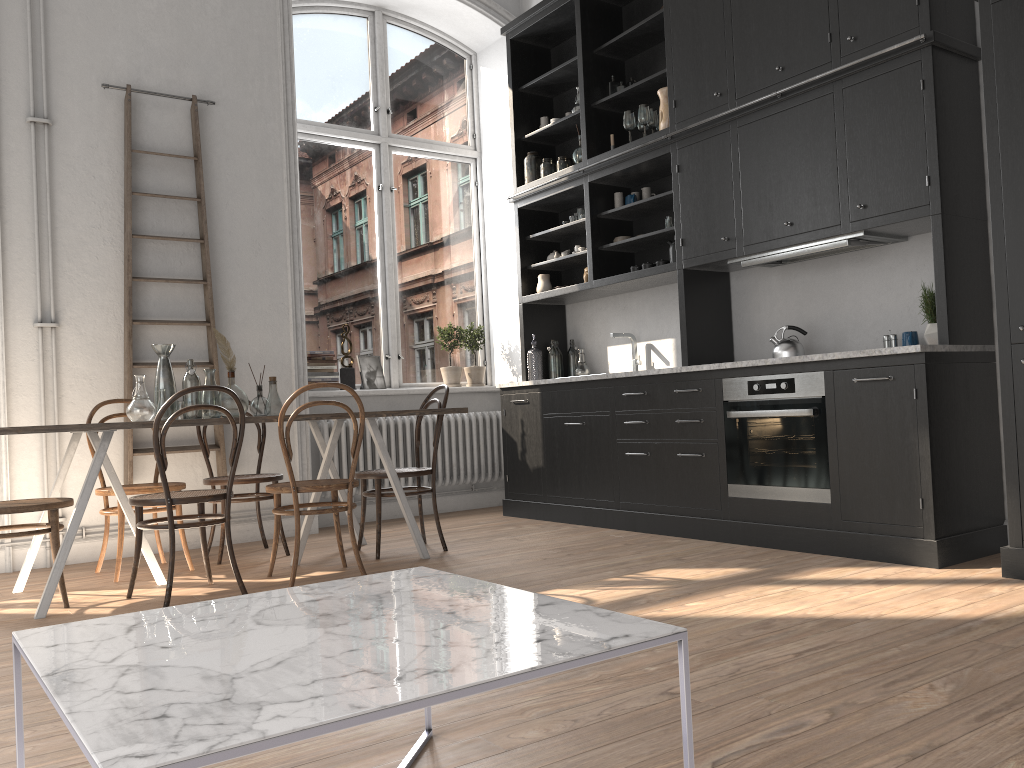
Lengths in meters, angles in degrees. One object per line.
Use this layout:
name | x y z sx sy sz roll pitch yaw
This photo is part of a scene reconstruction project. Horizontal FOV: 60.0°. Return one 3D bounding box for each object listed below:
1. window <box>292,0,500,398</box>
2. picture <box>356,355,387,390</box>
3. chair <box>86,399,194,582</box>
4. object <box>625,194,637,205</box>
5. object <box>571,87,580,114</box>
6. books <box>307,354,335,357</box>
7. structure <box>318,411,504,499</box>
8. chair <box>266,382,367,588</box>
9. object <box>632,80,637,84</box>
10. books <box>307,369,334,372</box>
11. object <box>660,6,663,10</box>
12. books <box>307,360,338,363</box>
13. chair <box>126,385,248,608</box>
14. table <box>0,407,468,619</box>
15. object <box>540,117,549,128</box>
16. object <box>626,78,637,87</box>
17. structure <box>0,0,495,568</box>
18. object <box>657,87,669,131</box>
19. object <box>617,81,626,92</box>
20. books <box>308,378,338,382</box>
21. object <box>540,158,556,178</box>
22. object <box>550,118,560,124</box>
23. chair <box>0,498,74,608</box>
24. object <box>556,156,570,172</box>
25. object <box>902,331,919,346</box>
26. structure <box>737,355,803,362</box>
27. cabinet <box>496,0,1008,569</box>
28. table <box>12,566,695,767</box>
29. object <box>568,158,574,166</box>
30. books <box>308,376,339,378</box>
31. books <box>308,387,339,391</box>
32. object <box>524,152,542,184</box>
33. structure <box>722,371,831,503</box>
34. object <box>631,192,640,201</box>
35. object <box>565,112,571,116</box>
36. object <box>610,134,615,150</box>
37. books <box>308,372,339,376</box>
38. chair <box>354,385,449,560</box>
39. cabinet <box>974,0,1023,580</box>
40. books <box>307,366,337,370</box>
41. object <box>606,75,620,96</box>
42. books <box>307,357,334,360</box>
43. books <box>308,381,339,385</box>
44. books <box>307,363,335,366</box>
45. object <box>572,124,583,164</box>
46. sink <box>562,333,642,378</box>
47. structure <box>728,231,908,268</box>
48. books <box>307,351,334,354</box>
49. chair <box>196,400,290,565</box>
window | 2.220 -5.729 13.042 14.383 15.932 26.406 -2 -2 -35
picture | -1.067 -0.078 6.584 0.149 0.264 0.221 -4 -2 38
chair | -1.970 0.527 4.675 0.438 0.920 0.549 -2 -2 -37
object | 0.778 -1.182 5.791 0.082 0.093 0.140 -3 -2 20
object | 0.477 -1.954 6.176 0.132 0.219 0.132 -3 -2 29
books | -1.386 -0.198 6.309 0.205 0.020 0.155 -1 -2 -35
structure | -0.727 0.502 6.543 1.577 0.552 0.194 -2 -2 -35
chair | -0.936 0.464 4.212 0.438 0.920 0.549 -2 -1 -24
object | 0.811 -1.930 5.813 0.044 0.121 0.058 -3 -1 -8
books | -1.381 -0.089 6.306 0.205 0.022 0.155 -2 -2 -21
object | 0.972 -2.315 5.534 0.056 0.121 0.167 -2 -2 -10
books | -1.388 -0.155 6.305 0.243 0.019 0.174 -1 -2 -35
chair | -1.434 0.478 3.904 0.438 0.920 0.549 -2 -2 -40
table | -1.425 0.563 4.435 2.200 0.779 1.100 -2 -2 -35
object | 0.240 -1.889 6.534 0.059 0.135 0.082 -3 -1 -7
object | 0.803 -1.954 5.922 0.065 0.177 0.084 -2 -1 -13
structure | -2.272 -1.214 5.456 5.181 4.473 0.340 -2 -2 -35
object | 0.930 -1.646 5.356 0.094 0.267 0.116 -3 -1 7
object | 0.721 -1.927 5.828 0.053 0.125 0.041 -3 -1 22
books | -1.382 -0.025 6.287 0.249 0.023 0.175 -2 -2 -35
object | 0.259 -1.529 6.350 0.114 0.155 0.114 -2 -2 -32
object | 0.323 -1.876 6.459 0.096 0.095 0.096 -3 -1 -1
chair | -2.211 0.513 3.855 0.549 0.920 0.438 -2 -1 -27
object | 0.362 -1.532 6.298 0.096 0.150 0.096 -4 -2 43
object | 1.937 -0.207 4.320 0.082 0.093 0.140 -4 -2 45
structure | 1.515 -0.134 4.599 0.427 0.011 0.592 -1 -2 -35
cabinet | 1.024 -0.931 5.260 0.635 3.582 3.252 -2 -2 -35
table | -0.304 0.612 1.498 0.849 0.392 0.849 -2 -2 -35
object | 0.405 -1.543 6.439 0.092 0.184 0.092 -3 -1 20
books | -1.383 -0.043 6.306 0.255 0.014 0.193 -2 -2 -32
books | -1.382 0.031 6.286 0.248 0.043 0.192 -2 -2 -35
object | 0.159 -1.562 6.456 0.118 0.238 0.118 -4 -2 40
structure | 1.529 0.261 4.585 0.618 0.623 0.622 -2 -2 -35
object | 0.813 -1.202 5.893 0.082 0.135 0.059 -3 -1 -7
object | 0.423 -1.901 6.440 0.059 0.135 0.082 -2 -1 -12
object | 0.663 -1.566 5.835 0.123 0.161 0.123 -2 -2 -27
books | -1.386 -0.064 6.307 0.245 0.028 0.193 -1 -2 -40
chair | -0.608 0.471 4.961 0.549 0.920 0.438 -2 -1 -23
cabinet | 2.538 -0.460 3.142 0.633 2.371 1.401 -2 -2 -35
books | -1.382 -0.112 6.313 0.222 0.024 0.158 -1 -2 -35
object | 0.677 -1.960 5.908 0.084 0.199 0.065 -2 -1 -13
books | -1.396 -0.176 6.301 0.231 0.023 0.162 -2 -2 -20
books | -1.381 -0.002 6.286 0.249 0.023 0.175 -1 -2 -40
books | -1.383 -0.135 6.307 0.205 0.022 0.155 -1 -2 -40
object | 0.471 -1.651 5.995 0.134 0.357 0.134 -3 -1 10
sink | 0.646 -0.087 5.884 0.514 0.504 0.526 -2 -2 -35
structure | 1.591 -0.718 4.691 0.379 0.123 0.844 -2 -2 -35
books | -1.397 -0.219 6.314 0.159 0.024 0.201 -4 -2 45
chair | -1.547 0.518 5.070 0.438 0.920 0.549 -2 -2 -28
